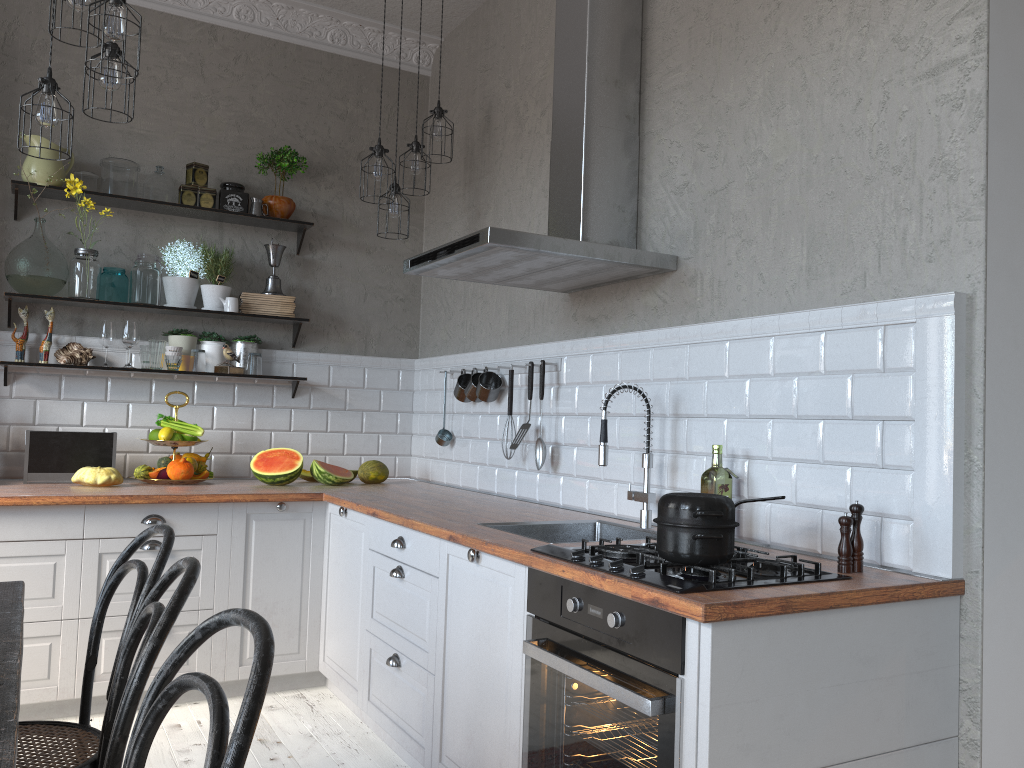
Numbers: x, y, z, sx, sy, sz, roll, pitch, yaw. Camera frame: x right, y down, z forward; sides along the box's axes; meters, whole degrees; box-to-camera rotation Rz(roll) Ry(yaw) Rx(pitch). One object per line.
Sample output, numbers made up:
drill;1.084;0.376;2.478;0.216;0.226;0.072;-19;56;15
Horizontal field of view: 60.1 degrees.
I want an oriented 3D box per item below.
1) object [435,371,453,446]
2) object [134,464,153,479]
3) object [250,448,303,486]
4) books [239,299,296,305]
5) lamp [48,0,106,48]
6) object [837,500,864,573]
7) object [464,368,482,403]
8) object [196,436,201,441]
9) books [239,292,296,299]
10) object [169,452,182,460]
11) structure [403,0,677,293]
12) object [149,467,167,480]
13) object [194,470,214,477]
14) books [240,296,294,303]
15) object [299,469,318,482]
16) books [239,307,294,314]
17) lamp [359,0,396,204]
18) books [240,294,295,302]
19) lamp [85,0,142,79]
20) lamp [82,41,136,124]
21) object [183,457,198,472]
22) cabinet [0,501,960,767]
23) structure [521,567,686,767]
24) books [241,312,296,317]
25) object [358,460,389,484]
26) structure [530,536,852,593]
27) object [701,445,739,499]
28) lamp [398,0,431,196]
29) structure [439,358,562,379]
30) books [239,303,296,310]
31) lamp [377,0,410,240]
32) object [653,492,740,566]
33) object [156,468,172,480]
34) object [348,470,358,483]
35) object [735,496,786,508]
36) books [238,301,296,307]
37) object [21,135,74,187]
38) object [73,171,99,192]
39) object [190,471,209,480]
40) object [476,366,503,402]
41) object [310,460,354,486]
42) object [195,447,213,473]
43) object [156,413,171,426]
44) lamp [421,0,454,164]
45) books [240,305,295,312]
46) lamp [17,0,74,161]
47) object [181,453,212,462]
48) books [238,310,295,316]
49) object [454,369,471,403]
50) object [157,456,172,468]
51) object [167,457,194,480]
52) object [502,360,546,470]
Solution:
object;-0.334;0.122;4.417;0.078;0.379;0.081;3;-3;-29
object;-1.659;0.400;4.017;0.076;0.072;0.151;2;-3;1
object;-1.095;0.387;4.124;0.237;0.174;0.216;2;-3;-7
books;-1.239;-0.407;4.482;0.265;0.011;0.155;3;-3;-23
lamp;-1.332;-1.946;2.808;0.150;1.735;0.143;4;-4;-42
object;0.801;0.359;2.093;0.074;0.167;0.035;3;-3;-29
object;-0.154;0.005;4.084;0.110;0.161;0.134;3;-3;-27
object;-1.471;0.257;4.116;0.053;0.050;0.048;3;-3;-20
books;-1.238;-0.439;4.483;0.265;0.011;0.155;3;-3;-23
object;-1.562;0.363;4.124;0.087;0.093;0.085;4;-3;-33
structure;0.106;-1.190;3.172;0.726;1.596;0.699;3;-3;-29
object;-1.607;0.404;4.005;0.085;0.057;0.088;2;-3;3
object;-1.506;0.413;4.154;0.216;0.044;0.054;2;-3;8
books;-1.238;-0.417;4.482;0.264;0.016;0.156;3;-3;-17
object;-0.989;0.457;4.431;0.202;0.067;0.101;3;-3;-23
books;-1.240;-0.363;4.480;0.264;0.016;0.156;3;-3;-17
lamp;-0.573;-1.685;3.995;0.146;1.735;0.147;2;-3;3
books;-1.238;-0.428;4.483;0.265;0.016;0.155;3;-3;-20
lamp;-1.178;-1.815;2.713;0.145;1.735;0.148;1;-3;18
lamp;-1.315;-1.757;2.988;0.150;1.735;0.143;4;-4;-42
object;-1.481;0.372;4.041;0.089;0.078;0.087;2;-3;-3
cabinet;-0.829;0.860;3.038;4.147;0.854;2.010;1;-3;16
structure;0.418;0.780;2.113;0.630;0.623;0.610;3;-3;-29
books;-1.241;-0.341;4.479;0.265;0.011;0.155;3;-3;-26
object;-0.694;0.441;4.434;0.130;0.119;0.207;1;-3;24
structure;0.405;0.415;2.121;0.505;0.031;0.594;3;-3;-29
object;0.610;0.319;2.585;0.091;0.282;0.080;3;-3;-29
lamp;-0.446;-1.796;4.340;0.145;1.735;0.148;1;-3;13
structure;-0.088;-0.068;4.006;0.096;0.053;1.065;3;-3;-28
books;-1.240;-0.385;4.481;0.265;0.011;0.155;3;-3;-23
lamp;-0.526;-1.553;4.169;0.144;1.735;0.149;0;-3;33
object;0.407;0.319;1.964;0.189;0.147;0.194;0;-3;41
object;-1.601;0.414;4.026;0.224;0.076;0.071;0;-4;43
object;-0.838;0.458;4.407;0.118;0.073;0.203;1;-3;25
object;0.539;0.346;2.296;0.302;0.134;0.175;2;-3;5
books;-1.239;-0.396;4.481;0.265;0.011;0.155;3;-3;-26
object;-2.077;-0.978;3.951;0.193;0.216;0.171;3;-3;-15
object;-1.964;-0.915;4.079;0.105;0.111;0.101;3;-3;-29
object;-1.435;0.420;4.057;0.089;0.051;0.069;1;-3;18
object;-0.102;0.002;3.969;0.109;0.161;0.135;2;-3;-12
object;-0.843;0.422;4.209;0.145;0.127;0.229;-1;-4;44
object;-1.446;0.356;4.135;0.061;0.120;0.125;2;-3;-5
object;-1.578;0.163;4.022;0.050;0.058;0.074;0;-3;38
lamp;-0.326;-1.926;4.220;0.144;1.735;0.149;0;-3;33
books;-1.240;-0.374;4.480;0.265;0.016;0.155;3;-3;-20
lamp;-1.477;-1.607;2.896;0.144;1.735;0.149;1;-3;28
object;-1.473;0.348;4.128;0.129;0.056;0.058;4;-3;-37
books;-1.241;-0.353;4.479;0.265;0.011;0.155;3;-3;-23
object;-0.214;0.008;4.194;0.110;0.161;0.135;3;-3;-17
object;-1.594;0.372;4.114;0.079;0.076;0.154;2;-3;-2
object;-1.481;0.379;3.956;0.109;0.111;0.115;1;-3;28
object;0.045;0.125;3.633;0.082;0.443;0.323;3;-3;-28
